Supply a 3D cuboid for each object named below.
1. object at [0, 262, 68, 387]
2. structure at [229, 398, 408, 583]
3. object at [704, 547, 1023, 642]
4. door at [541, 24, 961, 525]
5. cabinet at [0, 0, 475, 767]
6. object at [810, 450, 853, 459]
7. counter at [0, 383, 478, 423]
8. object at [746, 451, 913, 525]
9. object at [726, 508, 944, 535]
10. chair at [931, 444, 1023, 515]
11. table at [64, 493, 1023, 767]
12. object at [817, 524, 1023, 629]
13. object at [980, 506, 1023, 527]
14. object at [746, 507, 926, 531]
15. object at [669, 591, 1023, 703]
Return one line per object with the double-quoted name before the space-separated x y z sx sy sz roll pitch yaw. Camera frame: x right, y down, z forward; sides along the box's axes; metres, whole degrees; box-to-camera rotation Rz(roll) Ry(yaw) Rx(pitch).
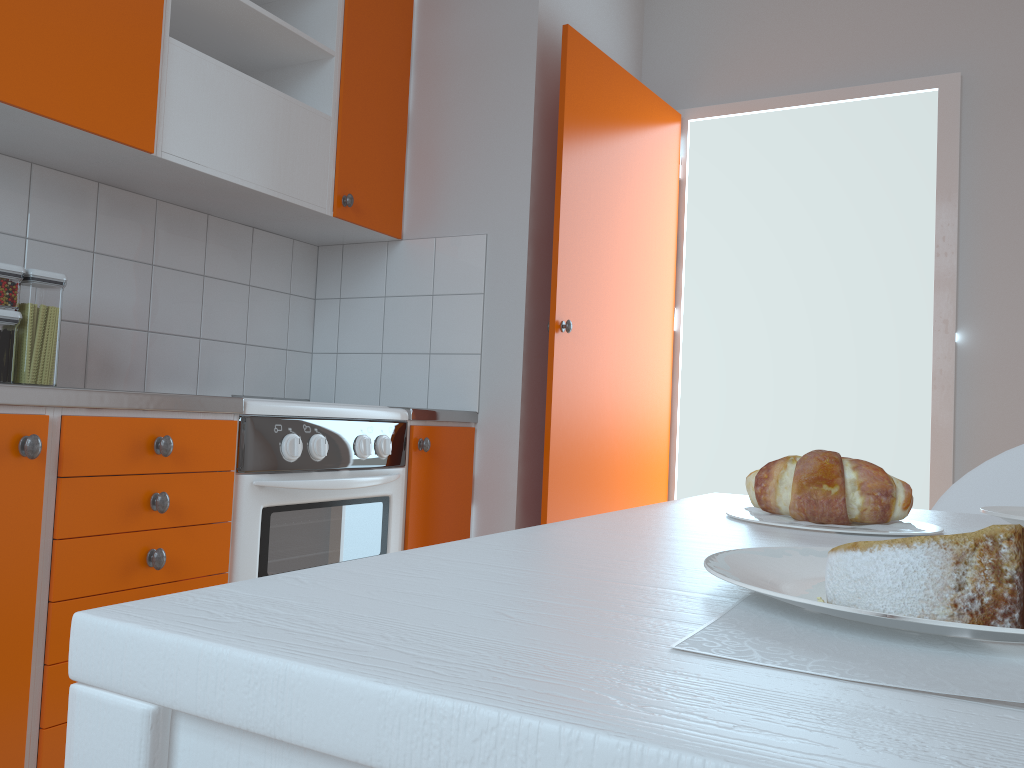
"object" -1.118 -0.127 1.892 0.095 0.261 0.298 1 -3 28
"structure" -0.712 0.471 2.261 0.739 0.865 0.613 1 -3 29
"object" 0.182 0.091 0.387 0.194 0.012 0.189 2 -3 26
"door" 0.703 -0.028 3.064 1.388 2.056 0.692 3 -3 -13
"cabinet" -1.097 -0.320 1.536 0.710 2.349 3.077 1 -3 28
"object" 0.291 0.088 0.763 0.059 0.059 0.075 5 -3 -40
"counter" -1.130 0.034 1.526 0.687 0.132 3.076 1 -3 28
"object" 0.254 0.084 0.724 0.133 0.060 0.069 1 -3 29
"object" 0.263 0.114 0.734 0.165 0.005 0.168 3 -2 -19
"chair" 0.432 0.462 0.787 0.636 0.871 0.511 5 -3 -36
"table" 0.585 0.501 0.336 1.290 0.771 0.823 1 -3 29
"object" 0.176 0.076 0.394 0.075 0.043 0.126 2 -3 21
"object" 0.461 0.115 0.701 0.163 0.020 0.158 0 -3 43
"object" 0.262 0.112 0.738 0.123 0.005 0.119 2 -2 9
"object" 0.205 0.095 0.334 0.230 0.003 0.225 1 -3 29
